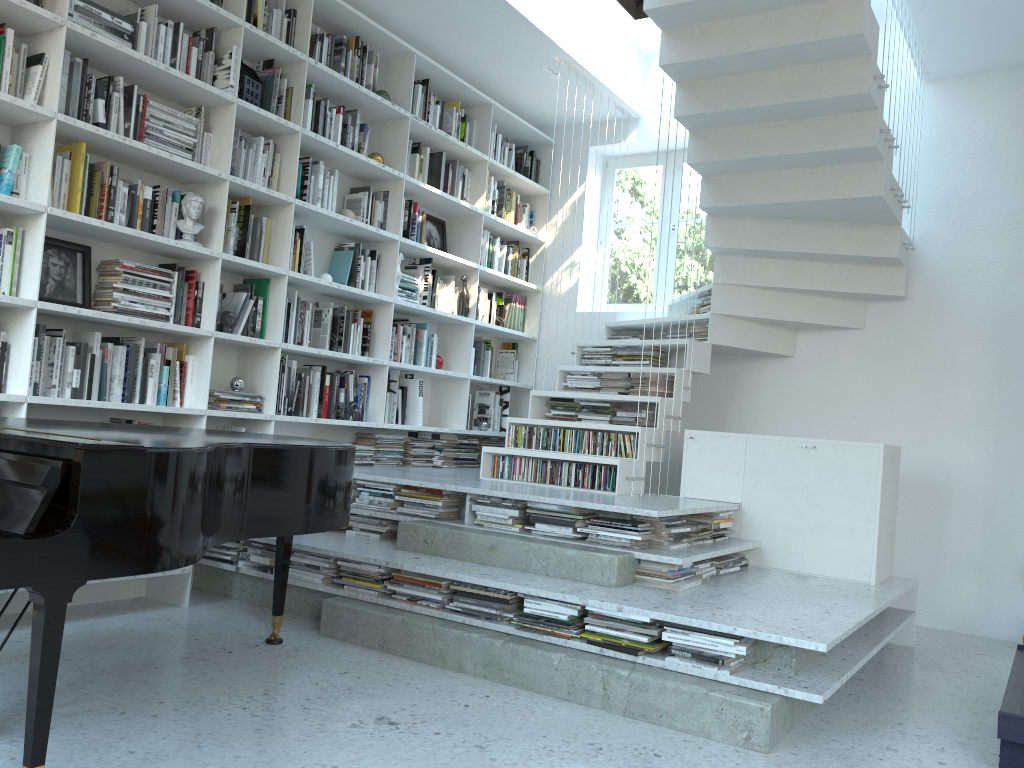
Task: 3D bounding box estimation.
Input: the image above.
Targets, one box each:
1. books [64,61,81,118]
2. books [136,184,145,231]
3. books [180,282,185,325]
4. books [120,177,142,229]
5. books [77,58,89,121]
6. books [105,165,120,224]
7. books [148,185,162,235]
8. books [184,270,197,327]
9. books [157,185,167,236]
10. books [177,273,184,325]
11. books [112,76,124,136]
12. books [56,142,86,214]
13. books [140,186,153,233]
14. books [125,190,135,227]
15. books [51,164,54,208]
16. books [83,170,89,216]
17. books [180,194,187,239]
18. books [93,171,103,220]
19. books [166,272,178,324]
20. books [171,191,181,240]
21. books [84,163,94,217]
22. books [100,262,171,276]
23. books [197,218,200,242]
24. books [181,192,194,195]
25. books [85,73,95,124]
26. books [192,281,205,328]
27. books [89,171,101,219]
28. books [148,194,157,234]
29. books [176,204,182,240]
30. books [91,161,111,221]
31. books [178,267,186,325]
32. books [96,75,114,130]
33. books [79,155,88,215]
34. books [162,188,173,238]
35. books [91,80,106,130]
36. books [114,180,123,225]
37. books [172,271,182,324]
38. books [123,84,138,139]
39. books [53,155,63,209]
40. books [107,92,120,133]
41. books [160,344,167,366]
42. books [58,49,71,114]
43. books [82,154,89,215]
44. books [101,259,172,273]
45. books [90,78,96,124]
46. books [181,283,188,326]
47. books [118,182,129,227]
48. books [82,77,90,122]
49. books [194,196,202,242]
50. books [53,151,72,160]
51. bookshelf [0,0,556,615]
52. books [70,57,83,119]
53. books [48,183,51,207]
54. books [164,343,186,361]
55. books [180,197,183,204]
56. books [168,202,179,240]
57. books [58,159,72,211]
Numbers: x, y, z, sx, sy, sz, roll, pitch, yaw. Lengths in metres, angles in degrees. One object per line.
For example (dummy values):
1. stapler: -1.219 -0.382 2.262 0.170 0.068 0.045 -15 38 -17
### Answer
1. books: -1.854 -1.182 3.648 0.185 0.266 0.025 3 -3 32
2. books: -1.703 -0.768 3.943 0.174 0.234 0.010 3 -3 32
3. books: -1.599 -0.377 4.173 0.134 0.232 0.013 3 -3 32
4. books: -1.712 -0.781 3.936 0.161 0.258 0.014 3 -3 32
5. books: -1.836 -1.195 3.694 0.179 0.300 0.011 3 -3 32
6. books: -1.768 -0.797 3.811 0.189 0.267 0.028 3 -3 32
7. books: -1.650 -0.766 3.991 0.186 0.245 0.012 3 -3 32
8. books: -1.564 -0.397 4.191 0.186 0.279 0.011 3 -3 32
9. books: -1.641 -0.770 4.037 0.150 0.258 0.025 3 -3 32
10. books: -1.605 -0.391 4.150 0.162 0.256 0.013 3 -3 32
11. books: -1.743 -1.175 3.850 0.162 0.291 0.049 3 -3 32
12. books: -1.842 -0.836 3.674 0.188 0.317 0.014 3 -3 32
13. books: -1.684 -0.761 3.953 0.185 0.224 0.029 3 -3 32
14. books: -1.739 -0.755 3.912 0.145 0.199 0.050 3 -3 32
15. books: -1.918 -0.807 3.607 0.162 0.242 0.042 3 -3 32
16. books: -1.849 -0.788 3.737 0.147 0.228 0.024 3 -3 32
17. books: -1.567 -0.758 4.169 0.130 0.259 0.025 3 -3 32
18. books: -1.808 -0.786 3.788 0.137 0.236 0.025 3 -3 32
19. books: -1.617 -0.393 4.116 0.161 0.254 0.012 3 -3 32
20. books: -1.603 -0.764 4.130 0.135 0.263 0.014 3 -3 32
21. books: -1.839 -0.801 3.763 0.134 0.259 0.028 3 -3 32
22. books: -1.693 -0.514 3.990 0.161 0.012 0.254 3 -3 29
23. books: -1.538 -0.754 4.241 0.107 0.264 0.023 3 -3 32
24. books: -1.562 -0.765 4.196 0.108 0.279 0.025 3 -3 32
25. books: -1.818 -1.167 3.723 0.172 0.250 0.014 3 -3 32
26. books: -1.545 -0.370 4.203 0.199 0.229 0.034 3 -3 32
27. books: -1.812 -0.783 3.768 0.169 0.227 0.012 3 -3 32
28. books: -1.671 -0.746 3.978 0.178 0.200 0.029 3 -3 32
29. books: -1.594 -0.734 4.137 0.145 0.205 0.012 3 -3 32
30. books: -1.790 -0.807 3.802 0.176 0.283 0.013 3 -3 32
31. books: -1.597 -0.406 4.160 0.152 0.288 0.011 3 -3 32
32. books: -1.773 -1.176 3.810 0.130 0.285 0.022 3 -3 32
33. books: -1.836 -0.809 3.684 0.189 0.266 0.015 3 -3 32
34. books: -1.626 -0.767 4.081 0.126 0.259 0.024 3 -3 32
35. books: -1.787 -1.156 3.764 0.153 0.236 0.066 3 -3 32
36. books: -1.763 -0.769 3.849 0.175 0.216 0.024 3 -3 32
37. books: -1.608 -0.395 4.125 0.184 0.260 0.011 3 -3 32
38. books: -1.713 -1.160 3.872 0.191 0.269 0.021 3 -3 32
39. books: -1.908 -0.808 3.641 0.139 0.248 0.026 3 -3 32
40. books: -1.758 -1.140 3.824 0.148 0.216 0.024 3 -3 32
41. books: -1.660 -0.044 4.113 0.132 0.284 0.010 3 -3 32
42. books: -1.880 -1.201 3.619 0.179 0.297 0.026 3 -3 32
43. books: -1.836 -0.815 3.711 0.170 0.280 0.010 3 -3 32
44. books: -1.690 -0.526 3.990 0.161 0.012 0.254 2 -4 36
45. books: -1.813 -1.161 3.734 0.147 0.239 0.011 3 -3 32
46. books: -1.589 -0.368 4.186 0.132 0.217 0.021 3 -3 32
47. books: -1.749 -0.766 3.872 0.168 0.214 0.030 3 -3 32
48. books: -1.830 -1.160 3.713 0.147 0.233 0.014 3 -3 32
49. books: -1.539 -0.757 4.203 0.153 0.266 0.014 3 -3 32
50. books: -1.886 -0.822 3.686 0.136 0.284 0.010 3 -3 32
51. bookshelf: -1.597 -0.546 4.026 0.330 3.140 6.302 3 -3 32
52. books: -1.854 -1.195 3.681 0.151 0.295 0.029 3 -3 32
53. books: -1.919 -0.792 3.585 0.156 0.208 0.053 3 -3 32
54. books: -1.604 -0.044 4.185 0.149 0.300 0.011 3 -3 32
55. books: -1.595 -0.751 4.159 0.103 0.242 0.021 3 -3 32
56. books: -1.611 -0.735 4.104 0.149 0.201 0.035 3 -3 32
57. books: -1.888 -0.801 3.661 0.155 0.240 0.029 3 -3 32
